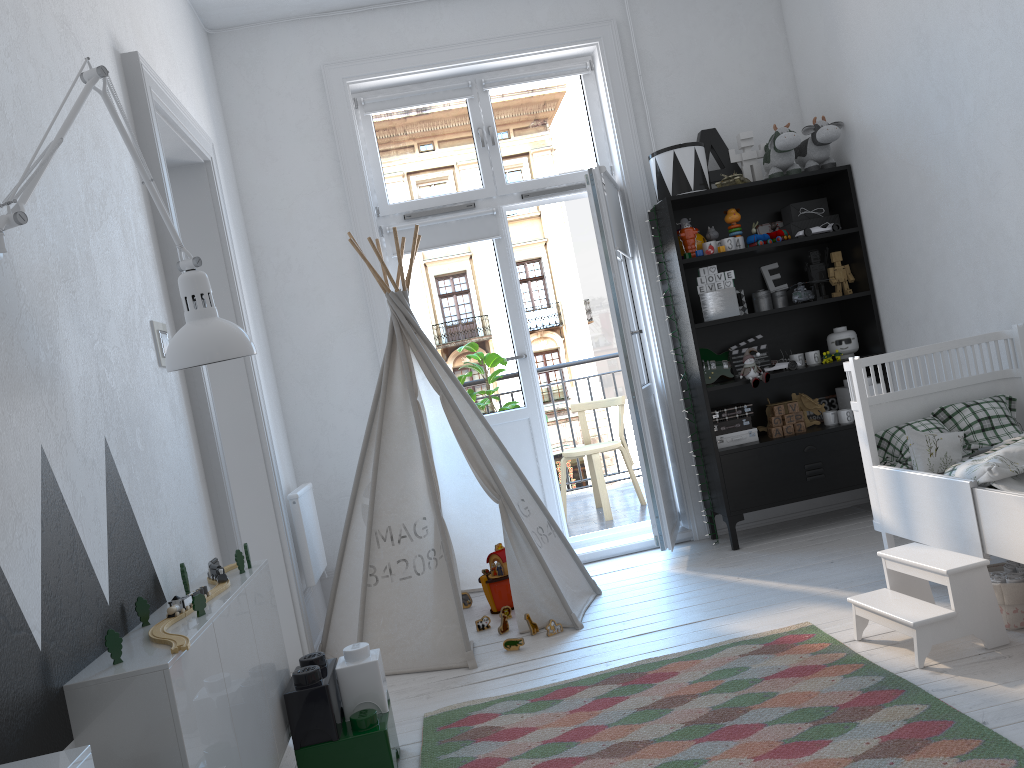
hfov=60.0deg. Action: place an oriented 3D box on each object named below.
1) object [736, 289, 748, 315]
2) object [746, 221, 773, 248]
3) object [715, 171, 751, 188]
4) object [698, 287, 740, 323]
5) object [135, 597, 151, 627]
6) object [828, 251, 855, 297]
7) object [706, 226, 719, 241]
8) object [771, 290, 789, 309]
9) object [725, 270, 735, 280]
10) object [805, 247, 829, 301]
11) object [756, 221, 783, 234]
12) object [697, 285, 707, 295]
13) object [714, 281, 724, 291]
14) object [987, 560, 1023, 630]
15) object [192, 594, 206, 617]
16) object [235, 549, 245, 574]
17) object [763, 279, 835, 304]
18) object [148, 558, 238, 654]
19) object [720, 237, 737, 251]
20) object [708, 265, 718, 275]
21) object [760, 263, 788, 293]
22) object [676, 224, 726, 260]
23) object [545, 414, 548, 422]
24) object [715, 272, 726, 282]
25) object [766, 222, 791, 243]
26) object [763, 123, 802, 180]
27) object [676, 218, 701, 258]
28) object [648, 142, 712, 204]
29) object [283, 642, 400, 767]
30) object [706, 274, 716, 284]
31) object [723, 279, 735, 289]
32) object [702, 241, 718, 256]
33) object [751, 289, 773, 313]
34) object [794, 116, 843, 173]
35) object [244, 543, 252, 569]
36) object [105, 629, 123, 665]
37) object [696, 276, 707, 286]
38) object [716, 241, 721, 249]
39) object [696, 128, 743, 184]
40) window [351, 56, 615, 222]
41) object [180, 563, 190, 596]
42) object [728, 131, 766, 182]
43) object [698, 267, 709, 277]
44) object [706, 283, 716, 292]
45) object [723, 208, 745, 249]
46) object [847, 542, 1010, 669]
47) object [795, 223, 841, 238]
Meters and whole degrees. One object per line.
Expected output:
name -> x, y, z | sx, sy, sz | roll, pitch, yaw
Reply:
object -> 1.138, -0.405, 4.453 | 0.070, 0.135, 0.028 | -11, 1, -6
object -> 1.188, -0.720, 4.279 | 0.121, 0.126, 0.087 | -11, 1, -28
object -> 1.054, -0.985, 4.268 | 0.121, 0.100, 0.338 | -11, 1, 29
object -> 0.990, -0.376, 4.248 | 0.170, 0.138, 0.124 | -11, 1, 9
object -> -0.780, 0.481, 1.877 | 0.029, 0.063, 0.007 | -12, 1, -43
object -> 1.605, -0.538, 4.337 | 0.114, 0.221, 0.052 | -11, 1, -6
object -> 0.997, -0.701, 4.384 | 0.063, 0.160, 0.063 | -11, 1, -27
object -> 1.356, -0.426, 4.356 | 0.078, 0.091, 0.246 | -11, 1, -11
object -> 1.032, -0.514, 4.198 | 0.040, 0.040, 0.040 | -11, 1, 19
object -> 1.521, -0.542, 4.391 | 0.117, 0.259, 0.081 | -11, 1, -6
object -> 1.419, -0.772, 4.501 | 0.347, 0.132, 0.037 | -11, 1, -6
object -> 0.903, -0.448, 4.222 | 0.040, 0.040, 0.040 | -11, 1, 9
object -> 0.983, -0.464, 4.208 | 0.040, 0.040, 0.040 | -11, 1, 9
object -> 1.500, 0.626, 2.657 | 0.215, 0.148, 0.240 | -11, 1, 1
object -> -0.659, 0.466, 1.870 | 0.006, 0.046, 0.037 | -11, 1, 21
object -> -0.711, 0.463, 2.318 | 0.007, 0.063, 0.029 | -11, 1, 21
object -> 1.410, -0.442, 4.328 | 0.367, 0.106, 0.349 | -11, 1, -4
object -> -0.720, 0.476, 2.016 | 0.111, 0.047, 0.902 | -11, 0, -11
object -> 1.033, -0.659, 4.224 | 0.067, 0.067, 0.067 | -11, 1, -5
object -> 0.950, -0.539, 4.210 | 0.040, 0.040, 0.040 | -11, 1, 4
object -> 1.324, -0.535, 4.480 | 0.107, 0.151, 0.055 | -11, 1, -6
object -> 0.874, -0.694, 4.295 | 0.197, 0.197, 0.318 | -11, 1, -9
object -> -0.107, 0.335, 5.614 | 0.720, 1.225, 0.489 | -11, 1, 5
object -> 0.989, -0.506, 4.205 | 0.040, 0.040, 0.040 | -11, 1, 24
object -> 1.291, -0.740, 4.331 | 0.087, 0.112, 0.122 | -12, 1, -35
object -> 1.291, -1.106, 4.279 | 0.154, 0.253, 0.370 | -11, 1, 2
object -> 0.847, -0.693, 4.222 | 0.105, 0.203, 0.072 | -11, 1, 2
object -> 0.839, -1.026, 4.357 | 0.272, 0.259, 0.394 | -11, 1, 23
object -> -0.463, 0.910, 2.429 | 0.246, 0.332, 0.246 | -11, 1, -6
object -> 0.945, -0.497, 4.213 | 0.040, 0.040, 0.040 | -11, 1, 14
object -> 1.028, -0.473, 4.201 | 0.040, 0.040, 0.040 | -11, 1, 24
object -> 0.946, -0.643, 4.231 | 0.067, 0.067, 0.067 | -11, 1, -5
object -> 1.250, -0.414, 4.430 | 0.095, 0.110, 0.095 | -11, 1, -1
object -> 1.440, -1.135, 4.298 | 0.211, 0.253, 0.387 | -11, 1, -22
object -> -0.711, 0.461, 2.386 | 0.009, 0.067, 0.054 | -11, 1, -15
object -> -0.712, 0.470, 1.589 | 0.029, 0.063, 0.007 | -12, 1, -43
object -> 0.901, -0.489, 4.220 | 0.040, 0.040, 0.040 | -11, 1, 4
object -> 0.994, -0.652, 4.280 | 0.067, 0.067, 0.067 | -11, 1, -32
object -> 1.011, -1.103, 4.449 | 0.343, 0.344, 0.057 | -11, 1, -6
window -> -0.135, -1.265, 4.556 | 1.262, 0.660, 0.101 | -11, 1, -6
object -> -0.788, 0.471, 2.140 | 0.009, 0.081, 0.037 | -11, 1, -12
object -> 1.188, -1.110, 4.435 | 0.190, 0.290, 0.065 | -11, 1, -1
object -> 0.910, -0.532, 4.217 | 0.040, 0.040, 0.040 | -11, 1, -1
object -> 0.942, -0.456, 4.223 | 0.040, 0.040, 0.040 | -11, 1, -1
object -> 1.073, -0.742, 4.268 | 0.077, 0.213, 0.077 | -11, 1, 28
object -> 1.198, 0.634, 2.598 | 0.288, 0.245, 0.332 | -11, 1, -11
object -> 1.467, -0.734, 4.259 | 0.230, 0.048, 0.098 | -11, 1, -16
